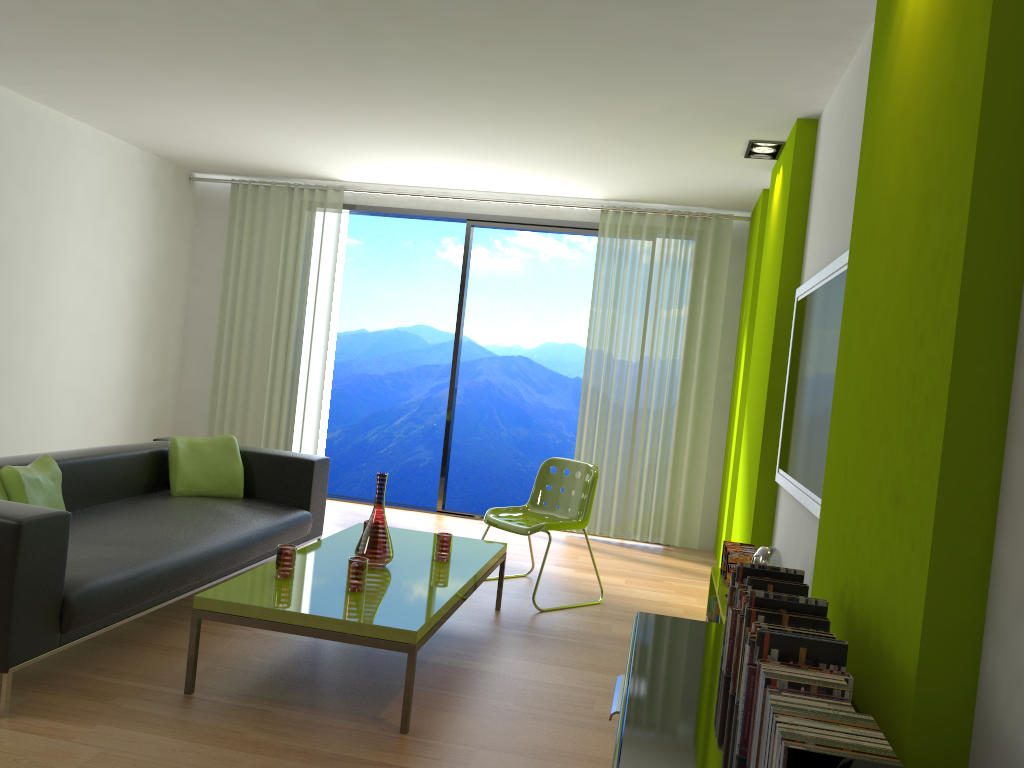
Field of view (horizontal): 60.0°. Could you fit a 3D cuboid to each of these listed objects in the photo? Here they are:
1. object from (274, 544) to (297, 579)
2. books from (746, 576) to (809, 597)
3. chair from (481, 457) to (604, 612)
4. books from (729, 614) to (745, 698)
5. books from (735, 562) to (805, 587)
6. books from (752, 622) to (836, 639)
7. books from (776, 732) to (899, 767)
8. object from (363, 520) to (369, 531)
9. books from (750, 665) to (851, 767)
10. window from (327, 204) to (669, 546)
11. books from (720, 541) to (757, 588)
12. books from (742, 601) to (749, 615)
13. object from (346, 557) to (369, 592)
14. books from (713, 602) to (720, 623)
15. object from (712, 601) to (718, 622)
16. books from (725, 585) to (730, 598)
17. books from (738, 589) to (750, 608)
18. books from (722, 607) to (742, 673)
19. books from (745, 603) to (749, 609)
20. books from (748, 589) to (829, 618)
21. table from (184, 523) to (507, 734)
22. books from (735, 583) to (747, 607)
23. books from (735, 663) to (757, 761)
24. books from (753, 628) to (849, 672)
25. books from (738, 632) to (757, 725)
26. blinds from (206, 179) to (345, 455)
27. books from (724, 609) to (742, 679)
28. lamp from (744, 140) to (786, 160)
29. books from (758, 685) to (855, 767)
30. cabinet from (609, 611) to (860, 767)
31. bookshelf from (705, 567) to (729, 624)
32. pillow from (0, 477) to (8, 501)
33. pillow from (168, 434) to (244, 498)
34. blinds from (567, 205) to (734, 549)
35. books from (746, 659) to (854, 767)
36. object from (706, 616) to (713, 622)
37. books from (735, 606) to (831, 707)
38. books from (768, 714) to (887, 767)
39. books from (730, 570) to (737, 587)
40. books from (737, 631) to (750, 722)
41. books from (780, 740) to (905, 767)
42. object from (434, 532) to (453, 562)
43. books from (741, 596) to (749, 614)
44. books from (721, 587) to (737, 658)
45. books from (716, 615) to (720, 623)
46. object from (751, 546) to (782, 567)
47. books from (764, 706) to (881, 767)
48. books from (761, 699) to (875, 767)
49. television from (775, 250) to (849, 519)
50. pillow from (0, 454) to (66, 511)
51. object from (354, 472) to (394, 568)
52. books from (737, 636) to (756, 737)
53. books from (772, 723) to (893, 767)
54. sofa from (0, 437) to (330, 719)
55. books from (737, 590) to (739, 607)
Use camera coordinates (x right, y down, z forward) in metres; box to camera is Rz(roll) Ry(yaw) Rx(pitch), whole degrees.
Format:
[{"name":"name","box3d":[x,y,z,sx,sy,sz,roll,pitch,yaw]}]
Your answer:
[{"name":"object","box3d":[-0.885,0.695,3.472,0.076,0.122,0.075,7,1,44]},{"name":"books","box3d":[0.634,0.592,2.157,0.144,0.227,0.025,6,1,10]},{"name":"chair","box3d":[0.154,0.807,5.018,0.546,0.759,0.640,5,1,-42]},{"name":"books","box3d":[0.577,0.611,1.941,0.180,0.185,0.025,6,1,10]},{"name":"books","box3d":[0.639,0.581,2.235,0.163,0.246,0.017,6,1,10]},{"name":"books","box3d":[0.564,0.602,1.812,0.163,0.204,0.025,6,1,10]},{"name":"books","box3d":[0.440,0.600,1.226,0.154,0.202,0.048,6,1,10]},{"name":"object","box3d":[-0.664,0.707,4.172,0.076,0.122,0.075,7,1,44]},{"name":"books","box3d":[0.493,0.602,1.526,0.140,0.197,0.069,6,1,10]},{"name":"window","box3d":[-0.252,-0.130,7.326,3.336,2.498,0.219,6,1,10]},{"name":"books","box3d":[1.061,0.844,4.122,0.147,0.150,0.370,6,1,10]},{"name":"books","box3d":[0.600,0.605,2.018,0.163,0.198,0.018,6,1,10]},{"name":"object","box3d":[-0.591,0.728,3.382,0.076,0.122,0.075,6,1,-25]},{"name":"books","box3d":[1.049,1.164,4.280,0.158,0.202,0.051,6,1,10]},{"name":"object","box3d":[1.053,1.165,4.304,0.158,0.200,0.040,6,1,10]},{"name":"books","box3d":[0.987,0.876,3.720,0.164,0.078,0.172,6,1,8]},{"name":"books","box3d":[0.616,0.603,2.117,0.163,0.201,0.025,6,1,10]},{"name":"books","box3d":[0.598,0.621,2.095,0.185,0.162,0.025,6,1,10]},{"name":"books","box3d":[0.591,0.602,1.968,0.163,0.204,0.033,6,1,10]},{"name":"books","box3d":[0.585,0.580,1.918,0.163,0.248,0.017,6,1,10]},{"name":"table","box3d":[-0.583,0.954,3.845,0.810,0.349,1.682,6,1,10]},{"name":"books","box3d":[0.628,0.603,2.187,0.163,0.201,0.032,6,1,10]},{"name":"books","box3d":[0.507,0.613,1.616,0.178,0.177,0.030,6,1,10]},{"name":"books","box3d":[0.523,0.583,1.639,0.161,0.239,0.020,6,1,10]},{"name":"books","box3d":[0.542,0.605,1.764,0.161,0.196,0.030,6,1,10]},{"name":"blinds","box3d":[-1.994,-0.398,7.407,1.012,2.568,0.067,6,1,10]},{"name":"books","box3d":[0.595,0.621,2.066,0.185,0.164,0.025,6,1,10]},{"name":"lamp","box3d":[1.435,-1.384,5.025,0.192,0.131,0.352,6,1,10]},{"name":"books","box3d":[0.476,0.608,1.436,0.131,0.185,0.112,6,1,10]},{"name":"cabinet","box3d":[0.267,0.979,0.890,0.547,0.593,3.384,6,1,10]},{"name":"bookshelf","box3d":[0.975,1.106,3.563,0.306,0.378,1.630,6,1,10]},{"name":"pillow","box3d":[-2.057,0.456,3.320,0.210,0.403,0.457,6,1,-4]},{"name":"pillow","box3d":[-1.712,0.463,4.946,0.399,0.362,0.269,5,1,-32]},{"name":"blinds","box3d":[1.061,-0.068,6.867,1.012,2.568,0.067,6,1,10]},{"name":"books","box3d":[0.510,0.604,1.581,0.161,0.196,0.038,6,1,10]},{"name":"object","box3d":[1.018,1.208,4.150,0.213,0.129,0.367,6,1,10]},{"name":"books","box3d":[0.572,0.595,1.882,0.172,0.217,0.031,6,1,10]},{"name":"books","box3d":[0.453,0.601,1.300,0.154,0.200,0.031,6,1,10]},{"name":"books","box3d":[0.639,0.596,2.272,0.172,0.215,0.030,6,1,10]},{"name":"books","box3d":[0.546,0.607,1.789,0.161,0.191,0.021,6,1,10]},{"name":"books","box3d":[0.435,0.599,1.195,0.154,0.202,0.048,6,1,10]},{"name":"object","box3d":[-0.312,0.746,4.053,0.076,0.122,0.075,7,1,44]},{"name":"books","box3d":[0.604,0.602,2.039,0.163,0.204,0.025,6,1,10]},{"name":"books","box3d":[0.624,0.612,2.216,0.180,0.183,0.025,6,1,10]},{"name":"books","box3d":[1.015,1.188,4.249,0.086,0.148,0.025,6,1,10]},{"name":"object","box3d":[0.970,0.774,3.399,0.107,0.305,0.107,6,1,-24]},{"name":"books","box3d":[0.460,0.601,1.335,0.154,0.200,0.031,6,1,10]},{"name":"books","box3d":[0.465,0.601,1.365,0.154,0.200,0.031,6,1,10]},{"name":"television","box3d":[1.207,0.005,3.541,0.028,0.941,1.537,6,1,10]},{"name":"pillow","box3d":[-2.003,0.471,3.710,0.164,0.317,0.380,6,1,-6]},{"name":"object","box3d":[-0.574,0.581,3.800,0.168,0.400,0.168,6,1,-4]},{"name":"books","box3d":[0.524,0.598,1.683,0.170,0.209,0.036,6,1,10]},{"name":"books","box3d":[0.447,0.600,1.265,0.154,0.200,0.031,6,1,10]},{"name":"sofa","box3d":[-1.793,0.680,4.076,1.061,0.639,2.583,6,1,10]},{"name":"books","box3d":[0.619,0.606,2.138,0.163,0.196,0.018,6,1,10]}]
